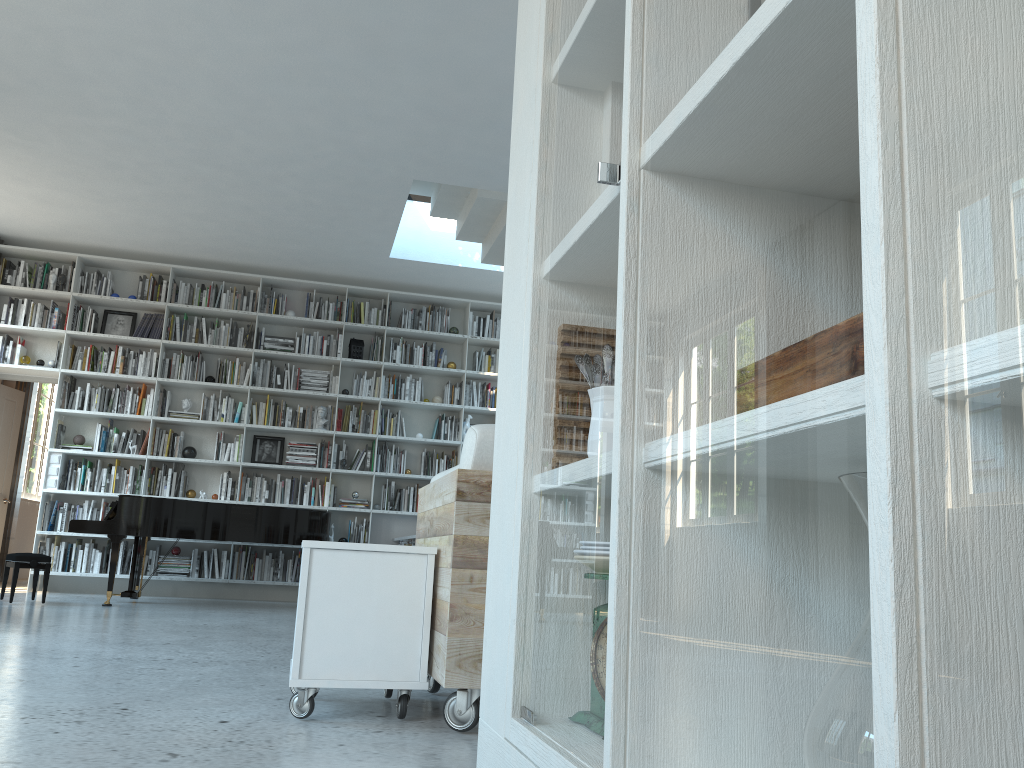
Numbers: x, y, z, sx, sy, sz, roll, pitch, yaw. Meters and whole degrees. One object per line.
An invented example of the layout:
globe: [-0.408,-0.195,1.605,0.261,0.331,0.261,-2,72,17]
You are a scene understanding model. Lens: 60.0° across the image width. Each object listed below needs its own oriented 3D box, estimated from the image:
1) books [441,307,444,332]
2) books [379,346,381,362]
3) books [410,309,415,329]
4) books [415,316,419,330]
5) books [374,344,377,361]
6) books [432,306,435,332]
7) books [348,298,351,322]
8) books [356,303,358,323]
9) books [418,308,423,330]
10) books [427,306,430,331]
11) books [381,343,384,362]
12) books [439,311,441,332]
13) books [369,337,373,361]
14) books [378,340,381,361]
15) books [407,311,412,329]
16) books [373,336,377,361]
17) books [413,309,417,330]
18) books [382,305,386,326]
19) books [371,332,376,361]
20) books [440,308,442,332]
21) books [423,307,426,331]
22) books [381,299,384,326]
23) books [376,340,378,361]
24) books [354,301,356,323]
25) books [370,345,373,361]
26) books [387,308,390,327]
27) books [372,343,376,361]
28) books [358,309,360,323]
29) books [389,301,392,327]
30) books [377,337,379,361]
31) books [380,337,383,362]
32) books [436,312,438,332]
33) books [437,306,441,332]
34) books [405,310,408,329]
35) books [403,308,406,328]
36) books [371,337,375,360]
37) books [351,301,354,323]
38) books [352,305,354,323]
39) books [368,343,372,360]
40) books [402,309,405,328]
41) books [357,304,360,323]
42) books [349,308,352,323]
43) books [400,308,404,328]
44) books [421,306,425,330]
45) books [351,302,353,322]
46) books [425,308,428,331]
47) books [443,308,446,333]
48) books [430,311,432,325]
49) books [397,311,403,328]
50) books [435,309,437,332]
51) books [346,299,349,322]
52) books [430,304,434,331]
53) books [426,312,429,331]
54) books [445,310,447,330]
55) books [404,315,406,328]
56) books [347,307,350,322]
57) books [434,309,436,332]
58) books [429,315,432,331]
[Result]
books: [-0.743,-0.639,9.315,0.008,0.321,0.134,5,-11,-13]
books: [-1.361,-0.280,9.103,0.015,0.200,0.130,5,-11,-13]
books: [-1.045,-0.640,9.221,0.030,0.255,0.161,5,-11,-13]
books: [-1.001,-0.600,9.245,0.031,0.190,0.132,5,-11,-13]
books: [-1.400,-0.293,9.074,0.013,0.210,0.140,5,-11,-13]
books: [-0.831,-0.646,9.250,0.015,0.298,0.183,5,-11,-13]
books: [-1.667,-0.723,9.079,0.007,0.297,0.181,5,-11,-13]
books: [-1.594,-0.697,9.099,0.008,0.261,0.142,5,-11,-13]
books: [-0.961,-0.638,9.219,0.028,0.257,0.185,5,-11,-13]
books: [-0.878,-0.653,9.259,0.006,0.311,0.179,5,-11,-13]
books: [-1.333,-0.293,9.064,0.008,0.213,0.224,5,-11,-13]
books: [-0.767,-0.615,9.282,0.014,0.258,0.150,5,-11,-13]
books: [-1.444,-0.332,9.042,0.021,0.271,0.190,5,-11,-13]
books: [-1.363,-0.313,9.061,0.013,0.248,0.186,5,-11,-13]
books: [-1.075,-0.628,9.213,0.028,0.225,0.163,5,-11,-13]
books: [-1.406,-0.335,9.059,0.021,0.287,0.179,5,-11,-13]
books: [-1.021,-0.638,9.229,0.021,0.256,0.169,5,-11,-13]
books: [-1.327,-0.670,9.139,0.029,0.252,0.186,5,-11,-13]
books: [-1.425,-0.358,9.081,0.025,0.338,0.143,5,-11,-13]
books: [-0.752,-0.632,9.294,0.019,0.298,0.137,5,-11,-13]
books: [-0.923,-0.645,9.266,0.017,0.294,0.139,5,-11,-13]
books: [-1.352,-0.704,9.172,0.012,0.329,0.128,5,-11,-13]
books: [-1.387,-0.315,9.070,0.005,0.254,0.159,5,-11,-13]
books: [-1.613,-0.700,9.086,0.034,0.260,0.158,5,-11,-13]
books: [-1.449,-0.289,9.075,0.022,0.199,0.143,5,-11,-13]
books: [-1.288,-0.653,9.154,0.033,0.229,0.176,5,-11,-13]
books: [-1.423,-0.297,9.071,0.024,0.216,0.169,5,-11,-13]
books: [-1.577,-0.692,9.121,0.007,0.263,0.133,5,-11,-13]
books: [-1.264,-0.689,9.157,0.019,0.303,0.176,5,-11,-13]
books: [-1.384,-0.326,9.102,0.013,0.288,0.132,5,-11,-13]
books: [-1.346,-0.325,9.103,0.005,0.291,0.130,5,-11,-13]
books: [-0.793,-0.614,9.278,0.024,0.252,0.150,5,-11,-13]
books: [-0.775,-0.641,9.278,0.008,0.306,0.183,5,-11,-13]
books: [-1.101,-0.635,9.193,0.013,0.229,0.174,5,-11,-13]
books: [-1.126,-0.646,9.213,0.012,0.254,0.133,5,-11,-13]
books: [-1.431,-0.328,9.059,0.022,0.271,0.182,5,-11,-13]
books: [-1.638,-0.702,9.079,0.006,0.259,0.166,5,-11,-13]
books: [-1.634,-0.709,9.093,0.007,0.278,0.150,5,-11,-13]
books: [-1.460,-0.299,9.066,0.019,0.213,0.156,5,-11,-13]
books: [-1.136,-0.643,9.200,0.011,0.243,0.173,5,-11,-13]
books: [-1.580,-0.685,9.082,0.015,0.233,0.171,5,-11,-13]
books: [-1.660,-0.669,9.078,0.015,0.192,0.160,5,-11,-13]
books: [-1.143,-0.646,9.190,0.009,0.243,0.173,5,-11,-13]
books: [-0.940,-0.648,9.250,0.024,0.291,0.168,5,-11,-13]
books: [-1.642,-0.695,9.061,0.007,0.239,0.191,5,-11,-13]
books: [-0.905,-0.639,9.264,0.007,0.284,0.160,5,-11,-13]
books: [-0.720,-0.630,9.290,0.013,0.296,0.189,5,-11,-13]
books: [-0.855,-0.620,9.258,0.008,0.250,0.170,5,-11,-13]
books: [-1.169,-0.630,9.174,0.046,0.206,0.183,5,-11,-13]
books: [-0.809,-0.626,9.277,0.008,0.274,0.163,5,-11,-13]
books: [-1.689,-0.716,9.068,0.008,0.278,0.171,5,-11,-13]
books: [-0.845,-0.658,9.266,0.007,0.328,0.184,5,-11,-13]
books: [-0.890,-0.615,9.244,0.018,0.230,0.160,5,-11,-13]
books: [-0.709,-0.622,9.284,0.008,0.278,0.180,5,-11,-13]
books: [-1.115,-0.611,9.199,0.009,0.183,0.160,5,-11,-13]
books: [-1.684,-0.675,9.085,0.016,0.204,0.143,5,-11,-13]
books: [-0.819,-0.629,9.279,0.012,0.279,0.144,5,-11,-13]
books: [-0.865,-0.600,9.236,0.018,0.200,0.188,5,-11,-13]
